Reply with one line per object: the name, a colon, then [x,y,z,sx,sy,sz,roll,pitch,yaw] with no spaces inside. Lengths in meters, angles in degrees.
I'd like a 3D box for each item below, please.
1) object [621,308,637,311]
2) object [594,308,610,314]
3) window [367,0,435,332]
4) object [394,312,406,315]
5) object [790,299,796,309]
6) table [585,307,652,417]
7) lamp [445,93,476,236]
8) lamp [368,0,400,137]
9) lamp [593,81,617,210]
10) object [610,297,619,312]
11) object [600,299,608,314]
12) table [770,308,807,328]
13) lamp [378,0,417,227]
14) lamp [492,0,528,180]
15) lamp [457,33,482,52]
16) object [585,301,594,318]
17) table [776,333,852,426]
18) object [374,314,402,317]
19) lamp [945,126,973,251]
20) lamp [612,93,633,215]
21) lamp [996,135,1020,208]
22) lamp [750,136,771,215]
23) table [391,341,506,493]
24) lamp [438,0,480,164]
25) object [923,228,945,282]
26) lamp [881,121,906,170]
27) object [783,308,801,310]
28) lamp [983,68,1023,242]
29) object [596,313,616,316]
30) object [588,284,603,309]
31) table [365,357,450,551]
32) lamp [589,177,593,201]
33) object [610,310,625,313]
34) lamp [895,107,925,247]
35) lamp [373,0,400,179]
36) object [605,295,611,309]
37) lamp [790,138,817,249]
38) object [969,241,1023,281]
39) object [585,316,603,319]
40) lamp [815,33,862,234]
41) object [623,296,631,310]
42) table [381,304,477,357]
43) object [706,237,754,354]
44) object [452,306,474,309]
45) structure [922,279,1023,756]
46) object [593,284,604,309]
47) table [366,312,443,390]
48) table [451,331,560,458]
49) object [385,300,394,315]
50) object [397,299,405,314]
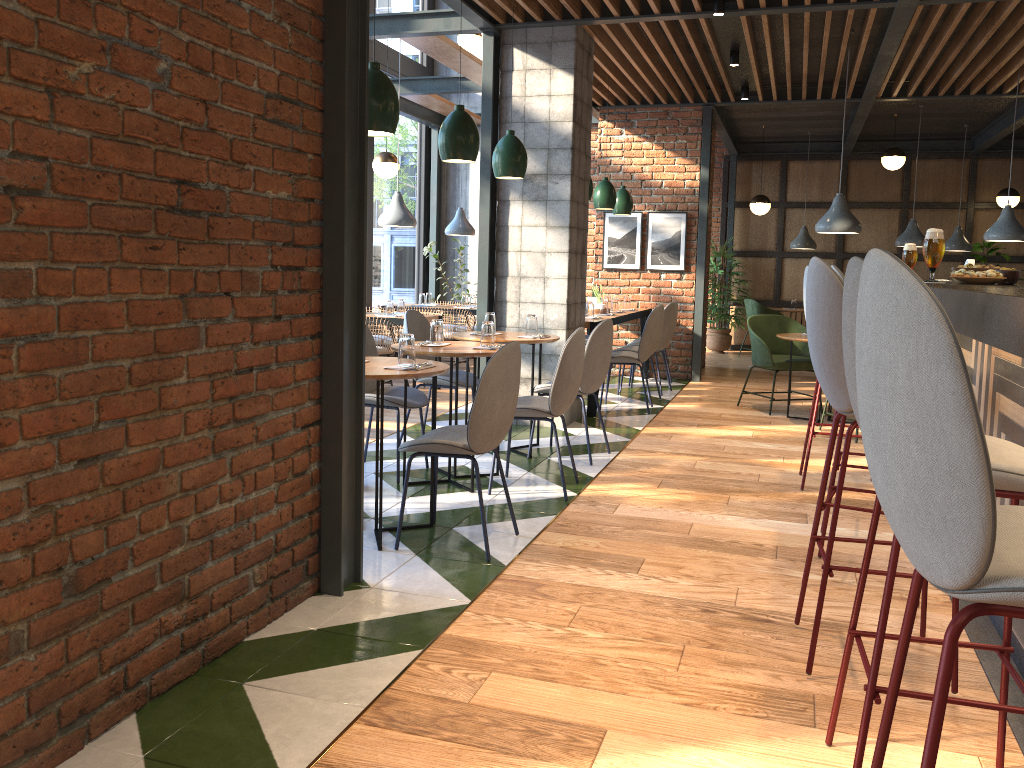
object: [1.206,-0.773,9.163,0.157,0.019,0.244,4,8,18]
object: [0.806,-0.698,8.425,0.251,0.046,0.254,0,8,-9]
window: [-2.400,-3.041,7.229,0.127,5.574,8.757,3,7,18]
object: [-1.024,-0.669,8.406,0.243,0.019,0.158,4,8,20]
object: [3.869,-1.097,12.172,0.080,0.137,0.080,1,6,-4]
table: [0.783,-0.299,8.486,0.658,0.762,2.784,3,8,17]
lamp: [-0.536,-3.928,9.949,0.353,4.471,0.354,-2,6,-37]
lamp: [-0.573,-2.081,3.734,0.224,2.013,0.224,3,5,21]
lamp: [0.902,-2.659,8.306,0.224,2.013,0.224,3,5,21]
object: [1.005,-0.778,8.669,0.080,0.137,0.080,1,6,-9]
object: [0.846,-0.709,8.124,0.080,0.137,0.080,0,6,-19]
table: [3.969,-0.690,12.295,0.808,0.684,0.810,-3,8,-32]
lamp: [-0.987,-3.660,7.874,0.353,4.471,0.354,0,5,-20]
lamp: [0.010,-2.310,5.541,0.224,2.013,0.224,3,5,21]
lamp: [-0.407,-5.449,9.354,0.269,3.778,0.269,5,6,38]
object: [0.666,-0.639,7.569,0.080,0.137,0.080,6,7,41]
table: [2.548,-0.038,7.183,0.808,0.684,0.810,-4,9,-42]
object: [-1.135,-0.626,8.067,0.243,0.019,0.158,4,8,16]
lamp: [5.720,-3.917,11.075,0.353,4.471,0.354,-2,6,-37]
lamp: [1.175,-2.766,9.152,0.224,2.013,0.224,3,5,21]
lamp: [6.462,-4.150,11.305,0.268,3.778,0.269,-1,6,-29]
lamp: [3.328,-4.114,11.557,0.268,3.778,0.269,-1,6,-29]
table: [-0.324,0.165,4.902,0.700,0.744,0.702,-2,7,-30]
lamp: [-0.263,-2.203,4.695,0.224,2.013,0.224,3,5,21]
object: [1.426,-0.436,2.998,0.070,0.182,0.070,6,7,38]
lamp: [4.599,-4.436,10.423,0.268,3.778,0.269,1,5,-3]
object: [3.841,-1.033,12.182,0.157,0.019,0.244,-1,8,-16]
lamp: [4.411,-3.485,7.617,0.353,4.471,0.354,-2,6,-37]
object: [0.860,-0.639,8.103,0.157,0.019,0.244,4,8,18]
object: [0.795,-0.821,8.467,0.146,0.275,0.146,1,6,-2]
table: [-0.634,0.286,3.940,0.699,0.744,0.702,-2,7,-26]
lamp: [0.592,-2.538,7.345,0.224,2.013,0.224,3,5,21]
object: [1.019,-0.709,8.647,0.157,0.019,0.244,4,8,18]
lamp: [4.589,-3.782,9.851,0.353,4.471,0.354,-2,6,-37]
lamp: [-1.213,-3.933,8.704,0.268,3.778,0.269,0,5,-14]
object: [1.002,-0.856,9.247,0.080,0.137,0.080,6,7,39]
lamp: [4.059,-4.082,11.979,0.353,4.471,0.354,-2,6,-37]
object: [6.307,-1.118,11.795,1.058,1.787,0.724,5,6,28]
object: [0.679,-0.569,7.548,0.157,0.019,0.244,4,8,18]
lamp: [2.663,-3.432,6.889,0.353,4.471,0.354,-2,6,-37]
object: [1.192,-0.843,9.184,0.080,0.137,0.080,1,6,-9]
table: [-0.788,-0.537,10.173,1.272,0.703,0.661,4,7,18]
object: [3.015,-1.306,12.819,0.978,1.715,0.917,0,6,-17]
object: [-0.550,-0.859,9.909,0.243,0.019,0.158,4,8,18]
structure: [2.666,0.216,2.686,2.919,1.390,4.940,4,8,18]
object: [0.823,-0.806,8.344,0.115,0.281,0.128,3,6,13]
table: [-1.377,-0.307,8.348,1.272,0.703,0.661,4,7,18]
table: [-0.051,0.058,5.748,0.700,0.744,0.702,5,7,28]
object: [-1.115,-0.694,8.080,0.080,0.137,0.080,3,6,19]
object: [-1.050,-0.733,8.386,0.080,0.137,0.080,1,6,-7]
